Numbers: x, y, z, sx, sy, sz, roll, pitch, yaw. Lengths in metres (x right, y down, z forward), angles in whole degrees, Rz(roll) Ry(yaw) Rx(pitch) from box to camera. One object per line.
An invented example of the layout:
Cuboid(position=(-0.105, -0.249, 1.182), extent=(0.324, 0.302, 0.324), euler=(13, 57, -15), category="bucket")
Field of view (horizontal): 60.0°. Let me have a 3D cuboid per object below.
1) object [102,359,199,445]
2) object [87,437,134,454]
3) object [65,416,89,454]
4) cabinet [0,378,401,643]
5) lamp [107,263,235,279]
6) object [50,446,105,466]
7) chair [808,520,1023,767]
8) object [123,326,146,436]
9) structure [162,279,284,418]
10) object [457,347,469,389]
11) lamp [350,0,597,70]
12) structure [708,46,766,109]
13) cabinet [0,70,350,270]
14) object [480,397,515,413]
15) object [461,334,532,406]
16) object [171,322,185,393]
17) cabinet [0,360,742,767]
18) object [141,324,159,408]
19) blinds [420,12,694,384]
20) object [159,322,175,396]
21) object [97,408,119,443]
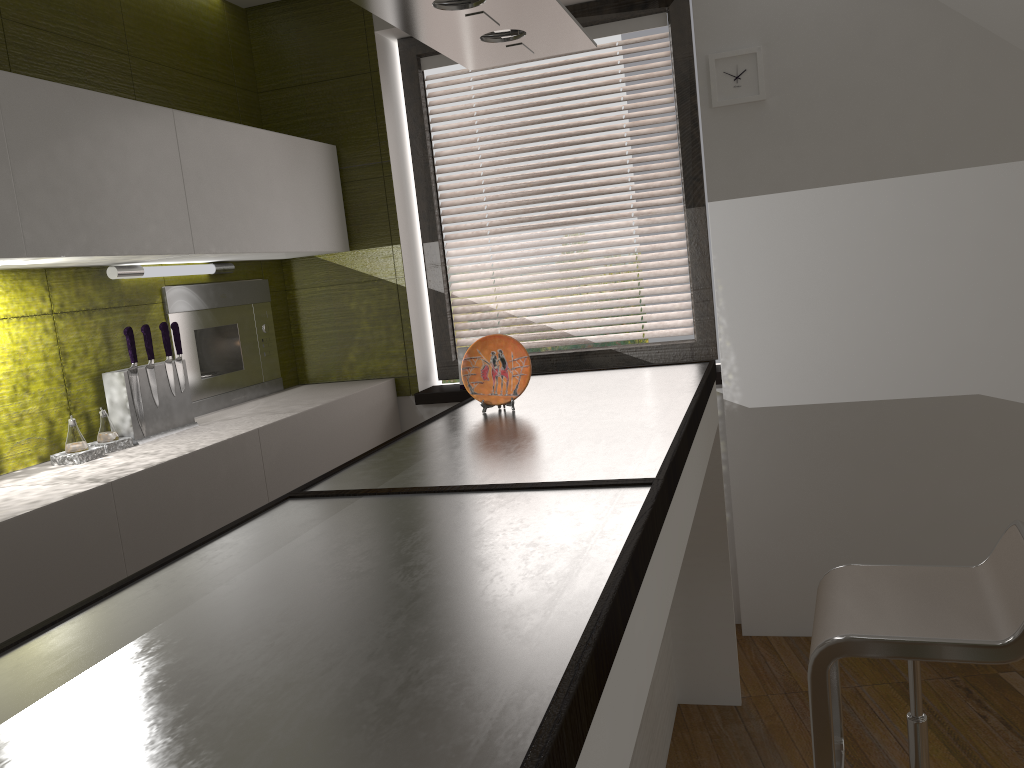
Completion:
Cuboid(position=(-1.136, 0.055, 2.791), extent=(0.107, 0.227, 0.293), euler=(-4, 8, 17), category="object")
Cuboid(position=(-1.185, 0.181, 2.609), extent=(0.107, 0.032, 0.107), euler=(-2, 8, 28), category="object")
Cuboid(position=(-1.217, 0.147, 2.468), extent=(0.059, 0.121, 0.059), euler=(-10, 8, -27), category="object")
Cuboid(position=(-1.057, 0.749, 2.470), extent=(0.465, 1.086, 2.940), euler=(-4, 8, 17), category="cabinet")
Cuboid(position=(-1.154, -0.394, 3.064), extent=(0.095, 0.041, 0.716), euler=(-4, 8, 16), category="lamp")
Cuboid(position=(-1.211, 0.201, 2.475), extent=(0.107, 0.032, 0.107), euler=(-4, 8, 17), category="object")
Cuboid(position=(0.854, 0.737, 1.814), extent=(0.460, 0.857, 0.418), euler=(-3, 8, 22), category="chair")
Cuboid(position=(-1.134, -0.004, 2.669), extent=(0.013, 0.339, 0.046), euler=(-4, 8, 17), category="object")
Cuboid(position=(-1.077, -0.151, 3.386), extent=(0.015, 0.469, 0.663), euler=(-4, 8, 17), category="structure")
Cuboid(position=(-0.167, -0.070, 3.670), extent=(0.106, 0.169, 0.057), euler=(-5, 7, 11), category="object")
Cuboid(position=(-0.214, -1.008, 1.347), extent=(0.326, 0.683, 1.677), euler=(-4, 8, 17), category="lamp")
Cuboid(position=(0.784, -1.068, 3.090), extent=(0.180, 0.180, 0.026), euler=(-4, 8, 17), category="structure")
Cuboid(position=(-1.301, 0.303, 2.189), extent=(0.724, 2.089, 3.471), euler=(-4, 8, 17), category="cabinet")
Cuboid(position=(-0.035, 0.001, 2.256), extent=(0.088, 0.131, 0.072), euler=(-5, 7, 12), category="object")
Cuboid(position=(-0.040, -0.037, 2.252), extent=(0.184, 0.178, 0.055), euler=(-5, 7, 13), category="object")
Cuboid(position=(-1.080, -0.086, 2.871), extent=(0.013, 0.231, 0.040), euler=(-4, 8, 17), category="object")
Cuboid(position=(-0.020, 0.730, 1.531), extent=(0.663, 1.134, 2.947), euler=(-4, 8, 17), category="cabinet")
Cuboid(position=(-1.117, -0.053, 2.740), extent=(0.013, 0.264, 0.042), euler=(-4, 8, 17), category="object")
Cuboid(position=(-2.052, -3.500, 6.959), extent=(16.000, 12.704, 9.030), euler=(-11, 9, -34), category="blinds")
Cuboid(position=(-1.094, -0.077, 2.823), extent=(0.013, 0.243, 0.036), euler=(-4, 8, 17), category="object")
Cuboid(position=(-1.191, 0.127, 2.602), extent=(0.059, 0.121, 0.059), euler=(-8, 8, -16), category="object")
